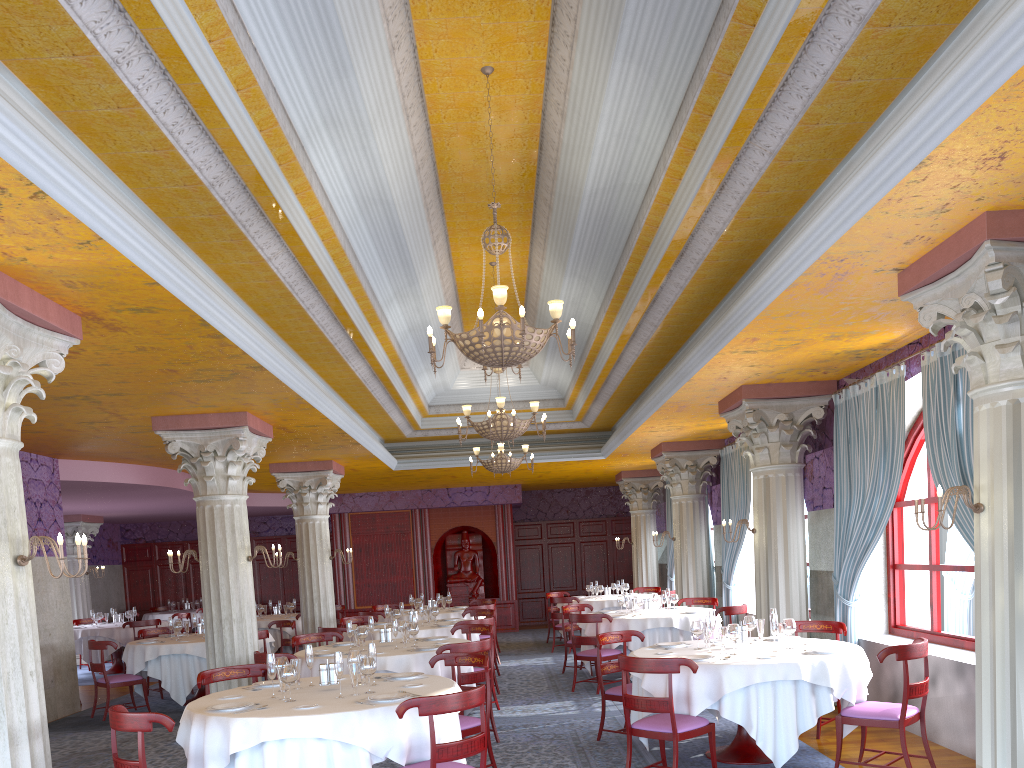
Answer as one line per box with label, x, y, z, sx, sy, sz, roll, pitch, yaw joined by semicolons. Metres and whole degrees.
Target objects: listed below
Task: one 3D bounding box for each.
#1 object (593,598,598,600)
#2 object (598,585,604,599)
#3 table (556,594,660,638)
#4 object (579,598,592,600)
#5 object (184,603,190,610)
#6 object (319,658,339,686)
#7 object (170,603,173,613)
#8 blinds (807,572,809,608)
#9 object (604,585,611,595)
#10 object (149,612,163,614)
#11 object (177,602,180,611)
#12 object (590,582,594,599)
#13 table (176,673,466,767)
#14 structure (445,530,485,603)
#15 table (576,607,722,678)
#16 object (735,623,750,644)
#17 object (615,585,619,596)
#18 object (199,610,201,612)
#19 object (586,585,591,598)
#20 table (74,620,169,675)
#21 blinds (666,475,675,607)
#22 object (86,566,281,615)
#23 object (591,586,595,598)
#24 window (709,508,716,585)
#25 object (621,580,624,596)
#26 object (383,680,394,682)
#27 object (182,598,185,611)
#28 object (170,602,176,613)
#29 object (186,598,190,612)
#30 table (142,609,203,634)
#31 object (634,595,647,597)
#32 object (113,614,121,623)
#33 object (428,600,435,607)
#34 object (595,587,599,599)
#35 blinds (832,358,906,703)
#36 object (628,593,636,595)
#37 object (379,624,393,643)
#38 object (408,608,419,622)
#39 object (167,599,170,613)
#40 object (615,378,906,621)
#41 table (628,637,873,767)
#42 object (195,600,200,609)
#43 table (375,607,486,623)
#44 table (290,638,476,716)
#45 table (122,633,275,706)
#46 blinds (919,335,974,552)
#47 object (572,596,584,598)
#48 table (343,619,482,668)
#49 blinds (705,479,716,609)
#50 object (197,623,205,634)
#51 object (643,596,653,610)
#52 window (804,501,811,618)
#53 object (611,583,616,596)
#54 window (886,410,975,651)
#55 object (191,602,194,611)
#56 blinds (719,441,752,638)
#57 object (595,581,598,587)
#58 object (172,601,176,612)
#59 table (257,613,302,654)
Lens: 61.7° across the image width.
object;1.581;4.197;16.683;0.256;0.020;0.055;7;-14;-41
object;1.764;4.126;16.984;0.121;0.266;0.122;-4;1;-32
table;1.966;4.810;17.389;2.078;0.956;2.122;-3;-9;0
object;1.407;4.229;16.804;0.313;0.024;0.318;-3;-11;-1
object;-8.262;5.630;21.783;0.143;0.213;0.071;-3;2;-21
object;-1.397;2.183;6.505;0.143;0.213;0.071;-3;2;-21
object;-8.511;5.601;21.433;0.085;0.239;0.085;-4;2;-21
blinds;3.572;2.263;11.492;0.244;3.547;1.698;-3;1;-3
object;1.942;4.191;17.428;0.143;0.213;0.071;-3;2;-21
object;-8.797;5.667;21.159;0.312;0.024;0.319;1;-12;-20
object;-8.539;5.704;21.940;0.085;0.239;0.085;-4;2;-21
object;1.593;4.135;17.159;0.074;0.338;0.073;-1;4;35
table;-1.374;2.801;6.466;2.078;0.956;2.122;-3;-9;0
structure;-1.207;4.587;21.555;0.964;1.862;0.636;-3;2;-1
table;2.023;3.848;12.614;2.078;0.956;2.122;-3;-9;0
object;2.060;2.232;7.705;0.143;0.213;0.071;-3;2;-21
object;2.173;4.243;17.612;0.086;0.239;0.084;-2;2;24
object;-7.715;5.610;21.173;0.312;0.024;0.319;1;-12;-20
object;1.571;4.243;17.514;0.123;0.266;0.121;-3;1;13
table;-7.964;5.334;17.266;2.078;0.956;2.122;-3;-9;0
blinds;3.491;3.611;18.184;0.245;3.547;1.697;-3;1;0
object;-7.082;4.374;18.300;5.718;1.201;0.348;-9;0;27
object;1.665;4.266;17.586;0.085;0.239;0.085;-4;2;-21
window;4.123;3.058;17.207;0.160;2.546;3.608;-3;-6;-1
object;2.268;4.171;17.525;0.074;0.338;0.073;-1;4;35
object;-0.983;2.361;6.813;0.029;0.011;0.141;6;-14;-42
object;-8.458;5.670;22.034;0.074;0.338;0.073;-4;3;-10
object;-8.441;5.565;21.338;0.123;0.266;0.121;-2;1;35
object;-8.089;5.514;21.359;0.074;0.338;0.073;-4;3;-10
table;-8.239;6.248;21.743;2.078;0.956;2.122;-3;-9;0
object;2.490;4.172;16.819;0.313;0.024;0.318;-3;-11;-1
object;-7.987;4.716;17.305;0.143;0.213;0.071;-3;2;-21
object;-1.513;4.110;16.073;0.143;0.213;0.071;-3;2;-21
object;1.694;4.162;17.078;0.085;0.239;0.085;-4;2;-21
blinds;3.605;1.700;8.699;0.245;3.547;1.697;-3;1;0
object;2.471;4.390;17.900;0.313;0.024;0.318;-3;-11;-1
object;-1.436;2.828;9.708;0.143;0.213;0.071;-3;2;-21
object;-1.473;3.443;12.762;0.143;0.213;0.071;-3;2;-21
object;-8.611;5.574;21.514;0.074;0.338;0.073;-4;3;-10
object;3.536;1.848;9.767;2.092;3.581;29.590;-3;-11;-1
table;2.083;2.851;7.666;2.078;0.956;2.122;-3;-9;0
object;-7.910;5.574;21.529;0.123;0.266;0.121;-3;1;13
table;-1.489;4.729;16.034;2.078;0.956;2.122;-3;-9;0
table;-1.413;3.446;9.669;2.078;0.956;2.122;-3;-9;0
table;-4.578;4.223;12.667;2.078;0.956;2.122;-3;-9;0
blinds;3.629;1.296;6.694;0.244;3.547;1.698;-3;1;-3
object;1.389;4.447;17.886;0.313;0.024;0.318;-3;-11;-1
table;-1.450;4.061;12.723;2.078;0.956;2.122;-3;-9;0
blinds;3.515;3.208;16.180;0.244;3.547;1.698;-3;1;-3
object;-4.602;3.605;12.706;0.143;0.213;0.071;-3;2;-21
object;2.000;3.229;12.654;0.143;0.213;0.071;-3;2;-21
window;4.181;2.102;12.458;0.160;2.546;3.608;-3;-6;-1
object;2.101;4.252;17.705;0.122;0.266;0.122;-3;1;-10
window;4.238;1.144;7.706;0.160;2.546;3.608;-3;-6;-1
object;-8.003;5.578;21.459;0.085;0.239;0.085;-4;2;-21
blinds;3.547;2.667;13.496;0.245;3.547;1.697;-3;1;0
object;1.746;4.231;17.680;0.074;0.338;0.073;-1;4;35
object;-8.633;5.682;21.869;0.123;0.266;0.121;-2;1;35
table;-4.630;5.081;16.922;2.078;0.956;2.122;-3;-9;0
